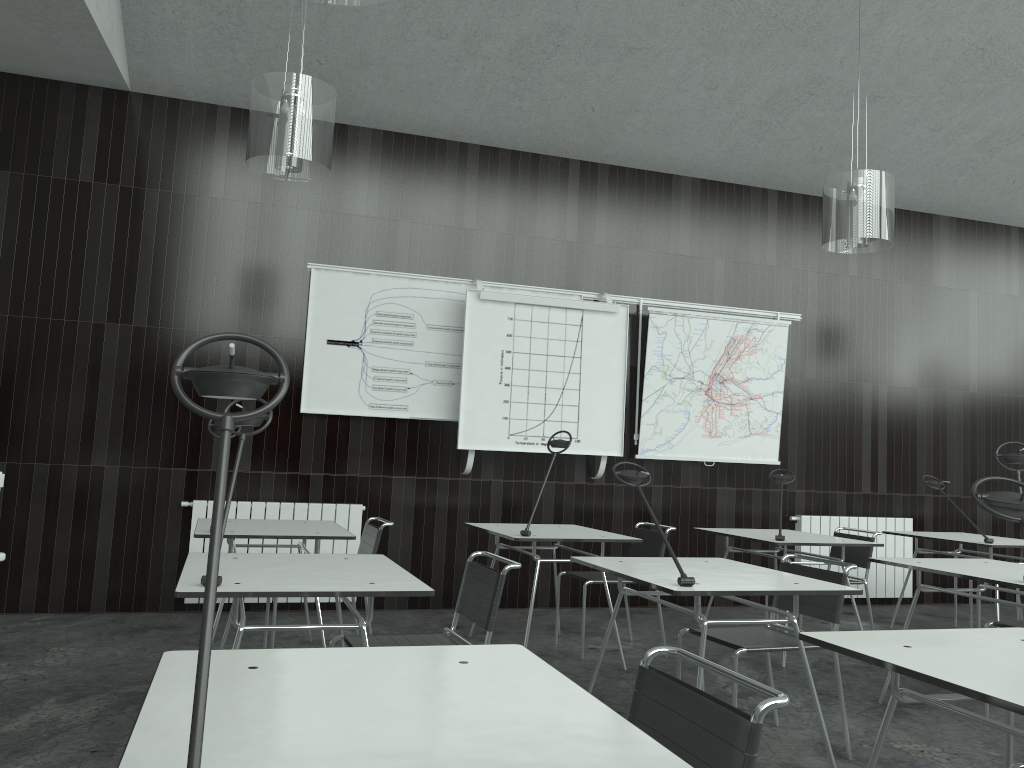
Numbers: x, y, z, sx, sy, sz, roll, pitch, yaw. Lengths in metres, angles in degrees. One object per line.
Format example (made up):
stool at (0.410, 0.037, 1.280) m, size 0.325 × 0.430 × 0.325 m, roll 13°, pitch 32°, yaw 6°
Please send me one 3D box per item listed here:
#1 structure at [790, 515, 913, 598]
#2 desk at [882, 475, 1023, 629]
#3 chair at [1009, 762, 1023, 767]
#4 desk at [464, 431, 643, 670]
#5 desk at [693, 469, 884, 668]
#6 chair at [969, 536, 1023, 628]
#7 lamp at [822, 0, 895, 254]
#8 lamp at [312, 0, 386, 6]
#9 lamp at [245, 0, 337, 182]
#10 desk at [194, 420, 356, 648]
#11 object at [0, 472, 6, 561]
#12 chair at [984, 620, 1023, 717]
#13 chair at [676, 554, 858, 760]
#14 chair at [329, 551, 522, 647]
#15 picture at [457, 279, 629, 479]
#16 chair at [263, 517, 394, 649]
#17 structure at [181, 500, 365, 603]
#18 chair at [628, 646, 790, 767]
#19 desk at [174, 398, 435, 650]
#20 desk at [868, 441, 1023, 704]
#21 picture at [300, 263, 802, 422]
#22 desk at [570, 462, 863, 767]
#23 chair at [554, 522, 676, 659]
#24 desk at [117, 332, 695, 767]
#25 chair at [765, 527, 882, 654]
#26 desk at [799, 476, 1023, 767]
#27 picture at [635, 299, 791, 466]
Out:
structure at (2.654, 1.498, 6.923) m, size 1.129 × 0.688 × 0.079 m, roll 4°, pitch -6°, yaw -17°
desk at (2.969, 1.243, 5.684) m, size 0.700 × 1.153 × 0.900 m, roll 4°, pitch -6°, yaw -18°
chair at (1.411, 1.007, 1.870) m, size 0.555 × 0.765 × 0.428 m, roll 4°, pitch -6°, yaw -17°
desk at (0.194, 0.947, 4.828) m, size 0.700 × 1.321 × 0.900 m, roll 5°, pitch -6°, yaw -19°
desk at (1.588, 1.133, 5.210) m, size 0.700 × 1.153 × 0.900 m, roll 4°, pitch -6°, yaw -17°
chair at (3.358, 1.465, 5.799) m, size 0.555 × 0.765 × 0.428 m, roll 4°, pitch -6°, yaw -18°
lamp at (1.882, -1.693, 4.805) m, size 0.359 × 1.761 × 0.350 m, roll 4°, pitch -6°, yaw -17°
lamp at (-0.397, -2.305, 2.341) m, size 0.359 × 2.307 × 0.350 m, roll 4°, pitch -6°, yaw -17°
lamp at (-0.926, -1.909, 3.919) m, size 0.359 × 1.761 × 0.350 m, roll 4°, pitch -6°, yaw -17°
desk at (-1.181, 0.836, 4.343) m, size 0.700 × 1.321 × 0.900 m, roll 4°, pitch -6°, yaw -18°
object at (-1.899, 0.479, 2.582) m, size 0.680 × 1.639 × 0.559 m, roll 2°, pitch -5°, yaw 6°
chair at (2.399, 1.236, 3.827) m, size 0.555 × 0.765 × 0.428 m, roll 5°, pitch -6°, yaw -22°
chair at (0.963, 1.124, 3.354) m, size 0.555 × 0.765 × 0.428 m, roll 5°, pitch -6°, yaw -21°
chair at (-0.301, 1.025, 2.937) m, size 0.555 × 0.765 × 0.428 m, roll 5°, pitch -6°, yaw -20°
picture at (0.205, -0.037, 6.160) m, size 1.191 × 1.508 × 0.254 m, roll 4°, pitch -6°, yaw -17°
chair at (-0.917, 1.134, 4.422) m, size 0.555 × 0.765 × 0.428 m, roll 5°, pitch -6°, yaw -19°
structure at (-1.515, 1.178, 5.607) m, size 1.129 × 0.688 × 0.079 m, roll 4°, pitch -6°, yaw -17°
chair at (0.094, 0.900, 1.395) m, size 0.555 × 0.765 × 0.428 m, roll 4°, pitch -6°, yaw -18°
desk at (-0.687, 0.720, 2.836) m, size 0.700 × 1.321 × 0.900 m, roll 4°, pitch -6°, yaw -17°
desk at (2.091, 0.936, 3.738) m, size 0.700 × 1.321 × 0.900 m, roll 4°, pitch -6°, yaw -17°
picture at (0.445, -0.202, 6.363) m, size 3.818 × 1.102 × 0.050 m, roll 4°, pitch -6°, yaw -17°
desk at (0.692, 0.908, 3.240) m, size 0.700 × 1.153 × 0.900 m, roll 4°, pitch -6°, yaw -17°
chair at (0.577, 1.253, 4.940) m, size 0.555 × 0.765 × 0.428 m, roll 5°, pitch -6°, yaw -19°
desk at (-0.189, 0.603, 1.318) m, size 0.700 × 1.321 × 0.900 m, roll 4°, pitch -6°, yaw -16°
chair at (1.858, 1.347, 5.294) m, size 0.555 × 0.765 × 0.428 m, roll 4°, pitch -5°, yaw -15°
desk at (1.141, 0.794, 1.786) m, size 0.700 × 1.153 × 0.900 m, roll 4°, pitch -6°, yaw -17°
picture at (1.506, 0.008, 6.616) m, size 1.211 × 1.342 × 0.163 m, roll 4°, pitch -6°, yaw -17°
